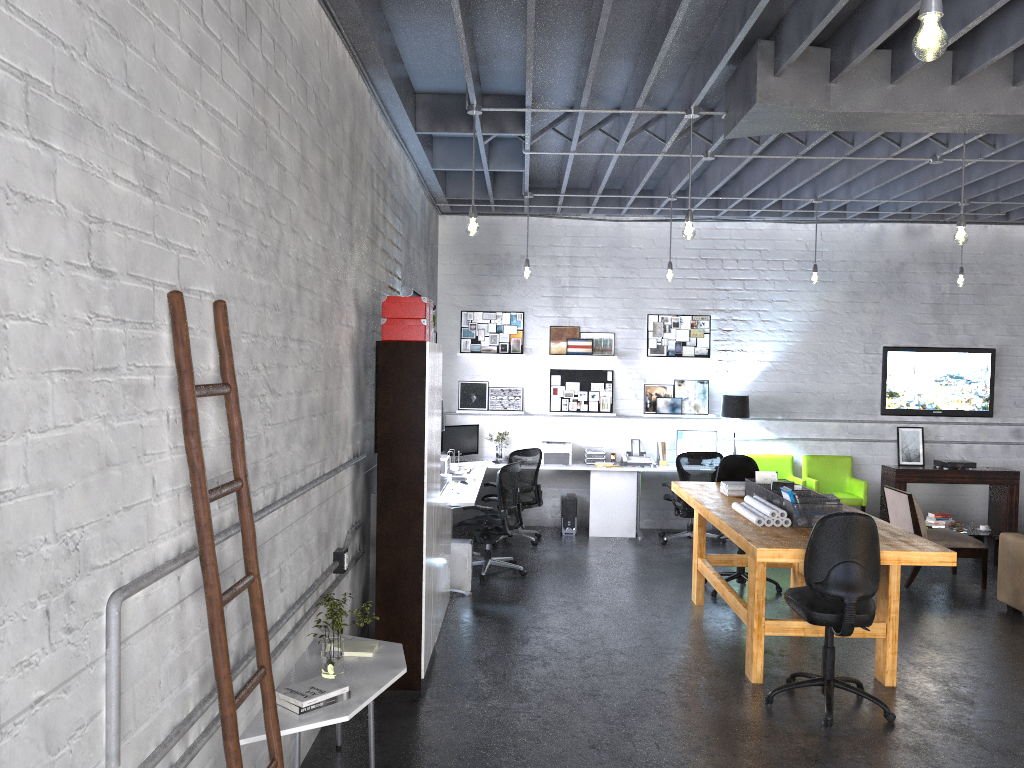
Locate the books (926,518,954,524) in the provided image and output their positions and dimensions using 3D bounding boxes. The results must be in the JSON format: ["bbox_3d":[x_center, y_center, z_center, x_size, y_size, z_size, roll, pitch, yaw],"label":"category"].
[{"bbox_3d":[4.571,1.458,9.467,0.161,0.026,0.223,0,2,-30],"label":"books"}]

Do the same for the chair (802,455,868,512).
[{"bbox_3d":[3.714,1.307,10.257,0.611,0.921,0.515,1,2,1],"label":"chair"}]

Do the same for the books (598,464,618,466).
[{"bbox_3d":[1.075,0.915,10.030,0.211,0.014,0.148,1,1,-25],"label":"books"}]

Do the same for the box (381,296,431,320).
[{"bbox_3d":[-0.623,-0.445,5.222,0.270,0.131,0.206,1,2,1],"label":"box"}]

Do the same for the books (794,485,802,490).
[{"bbox_3d":[1.969,0.803,6.276,0.143,0.188,0.061,1,2,1],"label":"books"}]

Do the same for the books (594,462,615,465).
[{"bbox_3d":[1.049,0.900,10.027,0.211,0.014,0.148,1,1,15],"label":"books"}]

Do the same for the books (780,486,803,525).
[{"bbox_3d":[1.812,0.788,5.750,0.108,0.234,0.166,1,2,1],"label":"books"}]

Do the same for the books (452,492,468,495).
[{"bbox_3d":[-0.506,0.941,7.679,0.209,0.012,0.158,2,1,24],"label":"books"}]

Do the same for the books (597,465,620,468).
[{"bbox_3d":[1.091,0.929,10.042,0.211,0.014,0.148,0,2,-35],"label":"books"}]

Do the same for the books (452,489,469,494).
[{"bbox_3d":[-0.501,0.931,7.683,0.212,0.010,0.170,2,1,27],"label":"books"}]

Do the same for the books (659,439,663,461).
[{"bbox_3d":[1.725,0.791,10.317,0.043,0.296,0.210,1,2,1],"label":"books"}]

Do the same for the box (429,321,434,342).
[{"bbox_3d":[-0.623,-0.320,5.436,0.270,0.131,0.206,1,2,1],"label":"box"}]

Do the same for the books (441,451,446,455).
[{"bbox_3d":[-0.761,0.809,9.781,0.017,0.121,0.183,2,2,16],"label":"books"}]

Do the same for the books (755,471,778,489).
[{"bbox_3d":[1.958,0.778,6.815,0.171,0.210,0.046,1,2,1],"label":"books"}]

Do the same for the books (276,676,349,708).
[{"bbox_3d":[-0.819,1.257,3.627,0.185,0.022,0.234,2,2,39],"label":"books"}]

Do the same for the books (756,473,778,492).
[{"bbox_3d":[1.954,0.785,6.784,0.158,0.200,0.082,1,2,0],"label":"books"}]

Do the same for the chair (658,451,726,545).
[{"bbox_3d":[1.942,1.229,9.745,0.732,1.032,0.752,0,2,-31],"label":"chair"}]

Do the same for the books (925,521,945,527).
[{"bbox_3d":[4.345,1.445,9.189,0.223,0.027,0.161,1,1,10],"label":"books"}]

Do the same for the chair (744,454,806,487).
[{"bbox_3d":[3.019,1.294,10.264,0.611,0.921,0.515,1,2,1],"label":"chair"}]

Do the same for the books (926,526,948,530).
[{"bbox_3d":[4.352,1.483,9.168,0.174,0.045,0.240,1,1,-10],"label":"books"}]

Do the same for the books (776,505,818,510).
[{"bbox_3d":[1.943,0.836,6.072,0.250,0.022,0.205,1,1,6],"label":"books"}]

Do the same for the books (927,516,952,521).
[{"bbox_3d":[4.561,1.433,9.470,0.208,0.024,0.144,1,1,-14],"label":"books"}]

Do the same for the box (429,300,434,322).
[{"bbox_3d":[-0.621,-0.451,5.431,0.268,0.133,0.206,1,2,1],"label":"box"}]

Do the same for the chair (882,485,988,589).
[{"bbox_3d":[3.882,1.397,8.180,0.725,0.843,0.574,1,2,1],"label":"chair"}]

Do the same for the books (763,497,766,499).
[{"bbox_3d":[1.939,0.841,6.413,0.248,0.021,0.176,1,1,0],"label":"books"}]

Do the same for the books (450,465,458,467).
[{"bbox_3d":[-0.729,0.867,9.461,0.297,0.006,0.210,1,1,3],"label":"books"}]

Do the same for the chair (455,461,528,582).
[{"bbox_3d":[-0.218,1.224,8.158,0.753,1.032,0.731,1,2,4],"label":"chair"}]

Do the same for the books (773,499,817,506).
[{"bbox_3d":[1.934,0.811,6.068,0.232,0.027,0.184,0,1,-27],"label":"books"}]

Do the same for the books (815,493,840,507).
[{"bbox_3d":[2.292,0.863,6.613,0.244,0.067,0.298,1,1,10],"label":"books"}]

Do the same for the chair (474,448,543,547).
[{"bbox_3d":[-0.026,1.194,9.612,0.752,1.032,0.731,2,2,24],"label":"chair"}]

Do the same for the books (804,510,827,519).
[{"bbox_3d":[1.988,0.848,5.756,0.127,0.022,0.181,1,1,-4],"label":"books"}]

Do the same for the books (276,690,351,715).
[{"bbox_3d":[-0.819,1.283,3.639,0.185,0.031,0.250,2,2,43],"label":"books"}]

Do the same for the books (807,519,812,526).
[{"bbox_3d":[1.988,0.894,5.762,0.155,0.029,0.225,1,1,1],"label":"books"}]

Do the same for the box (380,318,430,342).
[{"bbox_3d":[-0.625,-0.316,5.228,0.270,0.131,0.206,1,2,1],"label":"box"}]

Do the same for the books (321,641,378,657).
[{"bbox_3d":[-0.780,1.275,4.276,0.248,0.021,0.176,1,1,0],"label":"books"}]

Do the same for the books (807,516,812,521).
[{"bbox_3d":[1.992,0.869,5.762,0.141,0.021,0.203,1,1,2],"label":"books"}]

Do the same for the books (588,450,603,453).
[{"bbox_3d":[0.966,0.788,10.354,0.134,0.008,0.203,1,1,-16],"label":"books"}]

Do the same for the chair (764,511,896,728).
[{"bbox_3d":[1.792,1.266,5.075,0.659,1.165,0.686,1,2,-1],"label":"chair"}]

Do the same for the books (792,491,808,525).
[{"bbox_3d":[1.844,0.801,5.735,0.097,0.209,0.157,1,2,1],"label":"books"}]

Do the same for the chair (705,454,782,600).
[{"bbox_3d":[2.011,1.212,7.636,0.659,1.165,0.686,1,2,-1],"label":"chair"}]

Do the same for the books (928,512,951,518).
[{"bbox_3d":[4.560,1.401,9.461,0.185,0.041,0.128,1,1,-5],"label":"books"}]

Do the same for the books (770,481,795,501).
[{"bbox_3d":[1.900,0.789,6.246,0.158,0.214,0.063,1,2,1],"label":"books"}]

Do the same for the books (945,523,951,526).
[{"bbox_3d":[4.543,1.486,9.473,0.223,0.032,0.161,1,1,-19],"label":"books"}]

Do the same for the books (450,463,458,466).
[{"bbox_3d":[-0.730,0.857,9.465,0.297,0.006,0.210,1,1,1],"label":"books"}]

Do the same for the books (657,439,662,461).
[{"bbox_3d":[1.716,0.792,10.314,0.036,0.296,0.210,1,2,1],"label":"books"}]

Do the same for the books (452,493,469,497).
[{"bbox_3d":[-0.503,0.953,7.677,0.213,0.012,0.158,2,1,26],"label":"books"}]
